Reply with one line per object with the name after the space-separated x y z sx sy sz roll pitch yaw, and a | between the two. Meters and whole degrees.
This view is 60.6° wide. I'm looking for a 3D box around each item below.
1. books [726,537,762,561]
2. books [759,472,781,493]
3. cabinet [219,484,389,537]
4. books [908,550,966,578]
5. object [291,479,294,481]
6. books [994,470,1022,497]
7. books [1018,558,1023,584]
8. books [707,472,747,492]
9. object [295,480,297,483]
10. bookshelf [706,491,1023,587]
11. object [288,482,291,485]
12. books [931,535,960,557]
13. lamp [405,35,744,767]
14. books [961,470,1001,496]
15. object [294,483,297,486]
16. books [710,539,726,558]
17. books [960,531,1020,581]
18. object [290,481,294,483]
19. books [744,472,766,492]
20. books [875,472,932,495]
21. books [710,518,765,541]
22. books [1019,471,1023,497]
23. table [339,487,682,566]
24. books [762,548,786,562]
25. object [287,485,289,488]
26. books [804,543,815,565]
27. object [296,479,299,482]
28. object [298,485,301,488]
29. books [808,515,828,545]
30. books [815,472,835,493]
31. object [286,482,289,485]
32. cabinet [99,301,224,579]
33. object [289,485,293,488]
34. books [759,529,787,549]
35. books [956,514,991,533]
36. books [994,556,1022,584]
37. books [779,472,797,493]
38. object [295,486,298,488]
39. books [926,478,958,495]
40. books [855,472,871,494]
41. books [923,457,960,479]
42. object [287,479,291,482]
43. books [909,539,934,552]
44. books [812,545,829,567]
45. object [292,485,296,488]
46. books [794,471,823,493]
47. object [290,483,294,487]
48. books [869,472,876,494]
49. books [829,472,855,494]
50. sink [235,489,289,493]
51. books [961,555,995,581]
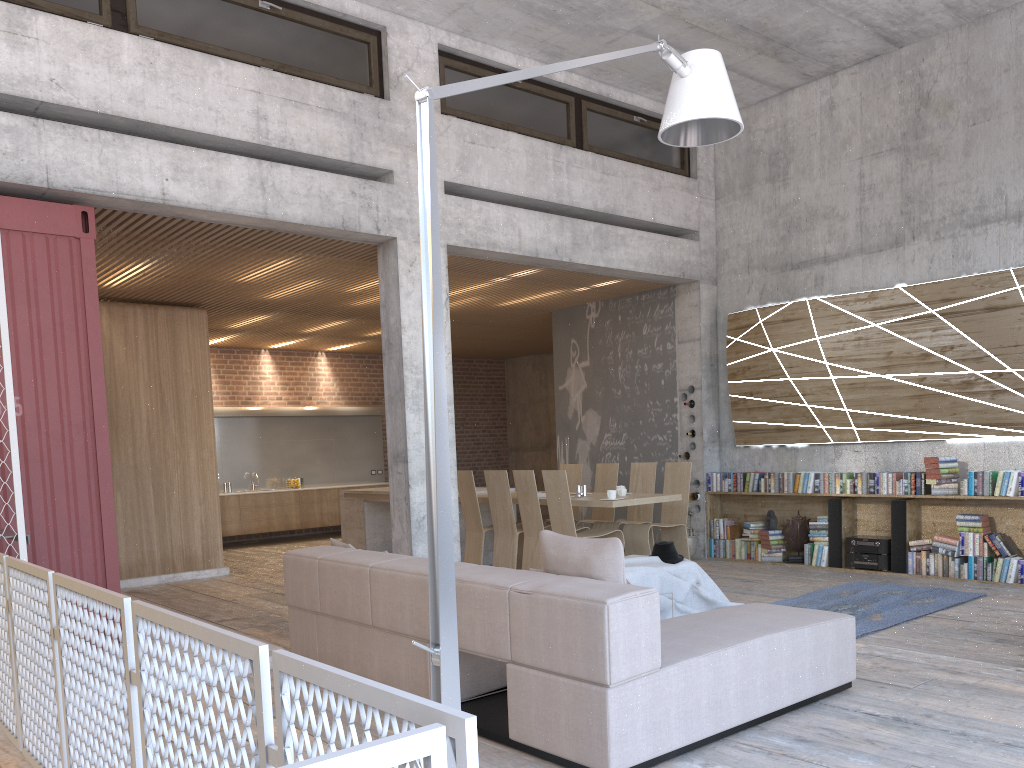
2.729 1.901 10.129 0.241 0.239 0.495 -2 -2 -40 | books
2.921 1.094 9.774 0.208 0.222 0.279 -3 0 -42 | books
-3.852 1.410 14.806 4.099 2.086 1.075 0 1 -40 | cabinet
4.112 1.728 8.474 0.241 0.239 0.495 -2 -2 -40 | books
-3.661 1.608 14.625 0.051 0.054 0.063 -2 0 -3 | object
4.470 0.892 7.883 0.188 0.230 0.199 -3 1 -40 | books
4.720 1.662 7.726 0.203 0.221 0.418 -3 -1 -40 | books
2.532 1.144 10.234 0.214 0.221 0.491 -3 -2 -40 | books
-3.603 1.618 14.586 0.051 0.053 0.063 -2 -1 8 | object
4.127 1.464 8.452 0.301 0.807 5.335 -5 -1 -40 | bookshelf
-3.695 1.656 14.595 0.062 0.054 0.052 -2 0 -33 | object
4.129 1.533 8.311 0.153 0.193 0.244 -3 0 -40 | books
0.264 -0.019 3.991 0.755 3.448 2.612 1 3 38 | lamp
4.314 0.913 8.084 0.208 0.222 0.279 -3 0 -42 | books
-3.600 1.668 14.584 0.061 0.055 0.051 -2 0 -26 | object
2.461 1.941 10.406 0.203 0.222 0.274 -3 0 -40 | books
4.397 1.590 8.090 0.213 0.451 0.452 -5 2 -40 | books
-3.654 1.630 14.560 0.061 0.052 0.053 -2 0 8 | object
2.770 1.113 9.970 0.188 0.230 0.199 -3 1 -40 | books
3.856 0.980 8.651 0.214 0.221 0.491 -3 -2 -40 | books
2.650 1.696 10.190 0.299 0.263 0.718 -2 -3 -35 | books
4.708 0.870 7.633 0.214 0.221 0.491 -3 -2 -40 | books
-0.326 1.735 10.506 1.007 0.926 5.200 -2 -3 -40 | table
2.923 1.909 9.814 0.261 0.152 0.247 -2 -2 6 | books
-3.726 1.705 14.626 0.060 0.057 0.051 -2 1 -3 | object
3.246 1.841 9.502 0.203 0.222 0.074 -3 3 -40 | books
-3.588 1.608 14.650 0.050 0.060 0.059 -2 0 -5 | object
-3.554 1.705 14.624 0.053 0.052 0.062 -2 0 34 | object
3.332 1.563 9.384 0.217 0.325 0.251 -4 2 -38 | books
3.308 1.049 9.272 0.153 0.222 0.156 -4 2 -40 | books
-3.741 1.659 14.637 0.053 0.052 0.063 -2 0 -36 | object
-5.325 0.796 11.530 1.508 3.147 3.761 -5 1 -40 | cabinet
-3.678 1.706 14.588 0.064 0.063 0.073 -2 0 15 | object
2.918 1.731 9.788 0.245 0.212 0.189 -2 1 -18 | books
4.305 1.301 8.183 0.188 0.162 0.239 -2 -1 -40 | books
4.501 1.681 7.944 0.188 0.230 0.199 -3 1 -40 | books
3.041 1.075 9.592 0.188 0.222 0.156 -3 2 -40 | books
-3.608 1.711 14.650 0.051 0.056 0.061 -2 0 41 | object
4.089 0.974 8.322 0.284 0.151 0.221 -3 -1 8 | books
3.624 1.014 8.971 0.203 0.222 0.155 -3 2 -40 | books
4.070 0.795 8.312 0.245 0.212 0.189 -2 1 -18 | books
-3.715 1.612 14.602 0.063 0.052 0.053 -3 0 42 | object
4.022 1.564 8.533 0.191 0.140 0.235 -1 -2 -39 | books
3.334 1.828 9.373 0.188 0.230 0.199 -3 1 -40 | books
-3.623 1.704 14.570 0.051 0.053 0.063 -2 -1 3 | object
3.180 1.057 9.425 0.188 0.230 0.249 -3 0 -40 | books
-3.650 1.674 14.537 0.060 0.054 0.052 -2 0 -28 | object
3.686 1.005 8.885 0.188 0.222 0.055 -3 4 -40 | books
3.448 1.032 9.107 0.169 0.222 0.277 -3 0 -39 | books
-4.089 1.832 14.312 0.727 0.192 0.524 1 -4 -40 | sink
4.330 1.704 8.164 0.214 0.222 0.227 -3 0 -40 | books
